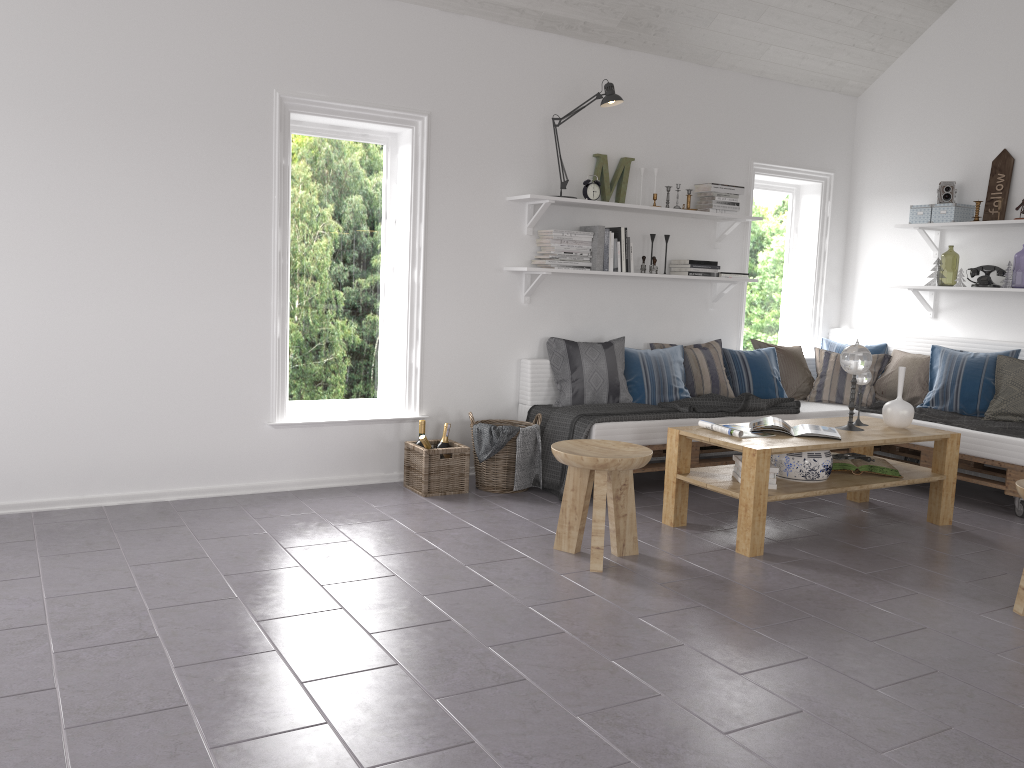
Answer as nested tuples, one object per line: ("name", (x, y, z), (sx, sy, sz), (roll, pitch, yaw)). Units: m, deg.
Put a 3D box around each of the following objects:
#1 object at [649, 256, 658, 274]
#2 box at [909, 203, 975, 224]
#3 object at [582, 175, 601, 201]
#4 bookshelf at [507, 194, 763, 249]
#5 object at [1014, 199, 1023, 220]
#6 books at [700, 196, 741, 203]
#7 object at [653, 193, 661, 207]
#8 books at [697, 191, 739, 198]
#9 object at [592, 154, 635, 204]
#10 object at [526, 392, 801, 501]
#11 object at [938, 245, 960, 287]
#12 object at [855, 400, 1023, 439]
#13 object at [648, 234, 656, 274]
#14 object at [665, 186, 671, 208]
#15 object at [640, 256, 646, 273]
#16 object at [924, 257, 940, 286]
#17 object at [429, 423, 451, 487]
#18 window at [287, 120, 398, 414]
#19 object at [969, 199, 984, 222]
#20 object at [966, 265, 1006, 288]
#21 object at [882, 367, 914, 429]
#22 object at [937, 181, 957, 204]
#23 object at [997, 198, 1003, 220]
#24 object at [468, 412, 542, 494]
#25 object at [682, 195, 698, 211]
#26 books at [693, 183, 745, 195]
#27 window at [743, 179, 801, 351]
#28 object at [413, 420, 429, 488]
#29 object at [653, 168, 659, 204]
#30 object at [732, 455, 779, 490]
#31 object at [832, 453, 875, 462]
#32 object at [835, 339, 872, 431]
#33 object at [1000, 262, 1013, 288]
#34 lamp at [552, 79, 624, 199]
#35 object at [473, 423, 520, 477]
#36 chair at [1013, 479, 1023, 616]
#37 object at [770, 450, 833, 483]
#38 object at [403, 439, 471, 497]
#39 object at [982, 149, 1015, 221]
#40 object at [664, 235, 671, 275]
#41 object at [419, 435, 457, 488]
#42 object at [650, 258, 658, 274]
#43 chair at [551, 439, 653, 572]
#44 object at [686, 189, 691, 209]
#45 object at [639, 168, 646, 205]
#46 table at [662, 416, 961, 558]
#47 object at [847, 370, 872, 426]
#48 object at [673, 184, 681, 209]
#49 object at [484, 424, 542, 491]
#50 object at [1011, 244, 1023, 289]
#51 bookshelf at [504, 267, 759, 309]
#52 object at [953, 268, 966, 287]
("object", (0.907, -0.759, 5.678), (0.058, 0.117, 0.032), (0, 7, -19))
("box", (2.888, -1.131, 5.950), (0.242, 0.131, 0.332), (-1, 8, -30))
("object", (0.481, -1.179, 5.356), (0.120, 0.165, 0.050), (-1, 8, -30))
("bookshelf", (0.818, -1.004, 5.596), (1.820, 0.212, 0.269), (-1, 8, -30))
("object", (3.147, -1.084, 5.456), (0.092, 0.172, 0.177), (6, 7, 27))
("books", (1.385, -1.225, 5.910), (0.223, 0.026, 0.161), (-1, 8, -30))
("object", (0.889, -1.141, 5.518), (0.088, 0.085, 0.088), (1, 7, -8))
("books", (1.367, -1.250, 5.889), (0.223, 0.027, 0.161), (-1, 8, -30))
("object", (0.615, -1.269, 5.553), (0.330, 0.311, 0.052), (-1, 8, -30))
("object", (0.950, 0.321, 5.413), (1.892, 0.533, 0.685), (-2, 8, -31))
("object", (2.881, -0.776, 5.843), (0.111, 0.270, 0.111), (1, 7, -12))
("object", (2.760, 0.408, 5.400), (0.716, 0.508, 1.449), (-3, 9, -40))
("object", (0.902, -0.836, 5.723), (0.085, 0.259, 0.085), (6, 7, 28))
("object", (0.990, -1.184, 5.628), (0.055, 0.153, 0.055), (7, 8, 37))
("object", (0.839, -0.760, 5.659), (0.032, 0.117, 0.058), (7, 8, 33))
("object", (2.849, -0.751, 5.935), (0.107, 0.195, 0.113), (0, 7, -23))
("object", (-0.406, 0.399, 5.000), (0.127, 0.361, 0.094), (-1, 8, -30))
("window", (-0.981, -0.635, 5.024), (0.685, 1.655, 0.117), (-1, 8, -30))
("object", (2.983, -1.108, 5.685), (0.085, 0.152, 0.085), (2, 7, -6))
("object", (3.021, -0.685, 5.660), (0.171, 0.146, 0.203), (2, 7, -6))
("object", (2.037, 0.072, 4.661), (0.155, 0.325, 0.155), (6, 8, 30))
("object", (2.905, -1.272, 5.921), (0.121, 0.157, 0.117), (5, 7, 19))
("object", (3.066, -1.090, 5.578), (0.052, 0.148, 0.052), (5, 7, 21))
("object", (-0.047, 0.377, 5.028), (0.393, 0.432, 0.393), (-4, 9, -43))
("object", (1.128, -1.156, 5.664), (0.124, 0.100, 0.124), (1, 7, -8))
("books", (1.376, -1.290, 5.894), (0.290, 0.053, 0.176), (-1, 8, -30))
("window", (1.862, -0.711, 6.706), (0.685, 1.655, 0.052), (-1, 8, -30))
("object", (-0.505, 0.389, 4.940), (0.095, 0.377, 0.095), (3, 7, 6))
("object", (0.913, -1.243, 5.657), (0.084, 0.256, 0.084), (6, 7, 28))
("object", (1.151, 0.417, 4.210), (0.155, 0.102, 0.281), (3, 7, 3))
("object", (1.762, 0.381, 4.585), (0.176, 0.029, 0.195), (0, 7, -20))
("object", (1.753, 0.000, 4.548), (0.155, 0.468, 0.155), (8, 8, 38))
("object", (3.121, -0.688, 5.575), (0.007, 0.176, 0.127), (-1, 7, -25))
("lamp", (0.426, -1.436, 5.235), (0.439, 0.703, 0.196), (3, 7, 5))
("object", (-0.067, 0.379, 4.959), (0.303, 0.332, 0.367), (4, 7, 16))
("chair", (2.119, 0.637, 3.340), (0.431, 0.479, 0.431), (-2, 8, -34))
("object", (1.423, 0.383, 4.377), (0.302, 0.161, 0.302), (-2, 8, -34))
("object", (-0.420, 0.467, 4.925), (0.276, 0.270, 0.276), (-1, 8, -30))
("object", (3.119, -1.265, 5.682), (0.053, 0.480, 0.154), (-1, 7, -25))
("object", (0.998, -0.835, 5.746), (0.085, 0.259, 0.085), (6, 7, 28))
("object", (-0.406, 0.429, 4.861), (0.095, 0.332, 0.284), (8, 8, 38))
("object", (0.903, -0.745, 5.622), (0.058, 0.102, 0.032), (-2, 8, -35))
("chair", (0.372, 0.511, 3.804), (0.431, 0.479, 0.431), (-2, 8, -32))
("object", (1.147, -1.192, 5.756), (0.055, 0.153, 0.055), (6, 7, 27))
("object", (0.826, -1.247, 5.660), (0.084, 0.256, 0.084), (6, 7, 28))
("table", (1.540, 0.475, 4.510), (1.457, 0.485, 0.607), (-1, 8, -30))
("object", (1.856, 0.054, 4.723), (0.109, 0.329, 0.109), (6, 7, 28))
("object", (1.047, -1.183, 5.606), (0.066, 0.160, 0.066), (-4, 9, -43))
("object", (-0.020, 0.394, 4.995), (0.290, 0.356, 0.349), (-2, 8, -36))
("object", (3.132, -0.719, 5.430), (0.111, 0.270, 0.111), (1, 7, -12))
("bookshelf", (0.801, -0.596, 5.643), (1.820, 0.212, 0.269), (-1, 8, -30))
("object", (2.900, -0.690, 5.735), (0.072, 0.124, 0.068), (9, 9, 44))
